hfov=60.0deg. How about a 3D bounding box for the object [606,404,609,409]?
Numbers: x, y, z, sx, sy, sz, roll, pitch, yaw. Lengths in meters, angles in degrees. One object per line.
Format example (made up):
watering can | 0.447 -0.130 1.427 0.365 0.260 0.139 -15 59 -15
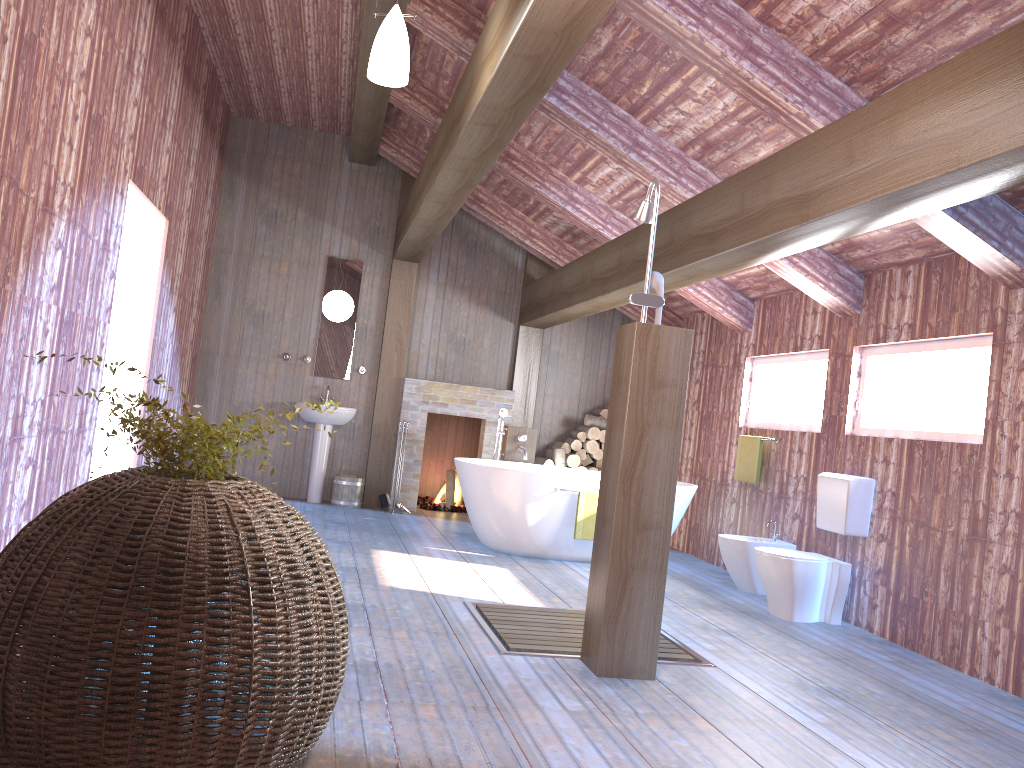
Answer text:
object | 1.041 0.258 9.109 0.094 0.097 0.227 7 -2 -11

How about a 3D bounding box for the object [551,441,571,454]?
object | 0.502 0.646 9.037 0.114 0.113 0.301 7 -2 -14

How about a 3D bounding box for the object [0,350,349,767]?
object | -0.911 0.485 2.428 0.972 1.073 0.970 8 -3 -32

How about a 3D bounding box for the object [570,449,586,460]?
object | 0.660 0.709 9.038 0.111 0.113 0.301 7 -2 -13

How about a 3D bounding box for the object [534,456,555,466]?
object | 0.309 0.813 8.961 0.139 0.137 0.455 7 -2 -14

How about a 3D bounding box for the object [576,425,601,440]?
object | 0.778 0.495 9.061 0.135 0.145 0.439 7 -2 -12

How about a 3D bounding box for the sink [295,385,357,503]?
sink | -1.831 0.579 8.529 0.582 1.143 0.475 7 -2 -13

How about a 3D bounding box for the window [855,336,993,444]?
window | 2.418 0.042 5.204 0.054 0.587 1.255 7 -2 -11

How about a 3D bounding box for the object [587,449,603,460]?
object | 0.839 0.705 9.063 0.115 0.123 0.291 7 -2 -11

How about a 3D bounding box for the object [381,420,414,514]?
object | -1.118 0.791 8.576 0.276 0.888 0.333 5 -3 30

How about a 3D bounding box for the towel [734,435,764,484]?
towel | 1.837 0.583 6.886 0.032 0.361 0.370 7 -2 -12

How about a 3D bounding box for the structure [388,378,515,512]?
structure | -0.610 0.661 8.934 1.130 1.330 0.226 7 -2 -12

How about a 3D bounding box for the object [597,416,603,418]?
object | 0.866 0.397 9.177 0.113 0.130 0.291 7 -2 -11

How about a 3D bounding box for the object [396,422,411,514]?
object | -1.031 0.801 8.530 0.206 0.871 0.126 5 -3 31

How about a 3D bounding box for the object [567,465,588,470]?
object | 0.638 0.882 9.037 0.139 0.148 0.458 7 -2 -12

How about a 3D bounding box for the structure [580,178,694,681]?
structure | 0.589 0.146 3.935 0.328 2.209 0.522 6 -2 9

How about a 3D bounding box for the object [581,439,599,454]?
object | 0.752 0.629 9.047 0.141 0.143 0.437 7 -2 -14

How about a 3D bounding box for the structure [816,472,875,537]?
structure | 2.074 0.749 5.555 0.182 0.363 0.358 7 -2 -11

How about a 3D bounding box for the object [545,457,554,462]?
object | 0.382 0.802 9.076 0.099 0.093 0.280 7 -2 -11

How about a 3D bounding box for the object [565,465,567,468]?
object | 0.476 0.854 9.081 0.121 0.124 0.291 7 -2 -11

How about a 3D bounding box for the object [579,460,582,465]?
object | 0.657 0.790 9.036 0.064 0.068 0.174 7 -2 -13

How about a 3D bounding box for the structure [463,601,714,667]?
structure | 0.325 1.257 4.416 1.000 0.067 1.000 7 -2 -12

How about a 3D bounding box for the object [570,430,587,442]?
object | 0.678 0.530 9.043 0.106 0.112 0.282 7 -2 -11

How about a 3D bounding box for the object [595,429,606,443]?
object | 0.888 0.522 9.085 0.138 0.147 0.440 7 -2 -12

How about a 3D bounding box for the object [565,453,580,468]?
object | 0.568 0.763 9.008 0.138 0.147 0.440 7 -2 -12

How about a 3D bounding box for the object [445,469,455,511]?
object | -0.643 1.113 9.255 0.098 0.434 0.283 7 -2 -14

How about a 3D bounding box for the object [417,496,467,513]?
object | -0.722 1.295 9.562 0.829 0.085 0.935 8 -3 -30

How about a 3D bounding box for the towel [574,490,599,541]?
towel | 0.646 0.971 6.501 0.370 0.361 0.032 7 -2 -16

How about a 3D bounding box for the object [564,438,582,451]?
object | 0.618 0.613 9.014 0.115 0.123 0.291 7 -2 -11

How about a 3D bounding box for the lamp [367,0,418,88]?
lamp | -0.469 -1.786 3.777 0.174 1.001 0.174 8 -3 -31

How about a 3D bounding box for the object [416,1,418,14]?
object | 0.008 -0.360 6.441 0.258 3.264 5.569 6 -2 9

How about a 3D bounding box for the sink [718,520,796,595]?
sink | 1.701 1.213 6.276 0.515 0.517 0.335 7 -2 -11

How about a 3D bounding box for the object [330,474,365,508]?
object | -1.583 1.035 8.550 0.309 0.290 0.308 7 -2 -2

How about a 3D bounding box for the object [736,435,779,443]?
object | 1.892 0.421 6.895 0.091 0.043 0.581 7 -2 -11

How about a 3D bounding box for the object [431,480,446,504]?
object | -0.738 1.165 9.403 0.221 0.306 0.121 6 -2 15

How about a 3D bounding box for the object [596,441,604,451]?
object | 0.918 0.637 9.085 0.088 0.092 0.280 7 -2 -11

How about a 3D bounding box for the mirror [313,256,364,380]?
mirror | -1.717 -0.652 8.786 0.350 1.199 0.009 7 -2 -12

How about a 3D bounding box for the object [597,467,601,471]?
object | 0.881 0.899 9.073 0.098 0.100 0.437 7 -2 -14

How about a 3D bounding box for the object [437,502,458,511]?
object | -0.671 1.275 9.256 0.085 0.084 0.278 5 -3 34

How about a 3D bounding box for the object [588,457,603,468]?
object | 0.877 0.807 9.175 0.104 0.127 0.321 7 -2 -11

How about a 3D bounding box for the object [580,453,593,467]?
object | 0.734 0.774 9.142 0.128 0.150 0.323 7 -2 -12

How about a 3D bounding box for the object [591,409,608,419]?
object | 0.927 0.319 9.193 0.140 0.121 0.319 7 -2 -10

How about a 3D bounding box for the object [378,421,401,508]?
object | -1.174 0.771 8.512 0.136 0.846 0.062 8 -3 -31

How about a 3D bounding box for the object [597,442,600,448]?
object | 0.849 0.619 9.054 0.057 0.061 0.156 7 -2 -13

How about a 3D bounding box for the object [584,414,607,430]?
object | 0.882 0.395 8.978 0.302 0.157 0.121 7 -2 -11

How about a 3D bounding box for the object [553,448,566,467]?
object | 0.473 0.786 8.812 0.147 0.298 0.109 7 -2 -9

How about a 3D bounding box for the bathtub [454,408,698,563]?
bathtub | 0.496 0.811 7.056 1.935 1.109 1.460 6 -2 10

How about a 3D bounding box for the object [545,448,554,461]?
object | 0.431 0.725 9.090 0.108 0.113 0.302 7 -2 -12

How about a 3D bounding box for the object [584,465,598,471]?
object | 0.780 0.891 9.055 0.114 0.120 0.303 7 -2 -11

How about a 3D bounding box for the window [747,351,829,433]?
window | 2.113 0.067 6.720 0.054 0.587 1.255 7 -2 -11

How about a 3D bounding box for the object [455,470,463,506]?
object | -0.588 1.144 9.500 0.140 0.459 0.266 6 -2 6

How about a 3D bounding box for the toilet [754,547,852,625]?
toilet | 1.742 1.245 5.481 0.534 0.400 0.375 7 -2 -11
